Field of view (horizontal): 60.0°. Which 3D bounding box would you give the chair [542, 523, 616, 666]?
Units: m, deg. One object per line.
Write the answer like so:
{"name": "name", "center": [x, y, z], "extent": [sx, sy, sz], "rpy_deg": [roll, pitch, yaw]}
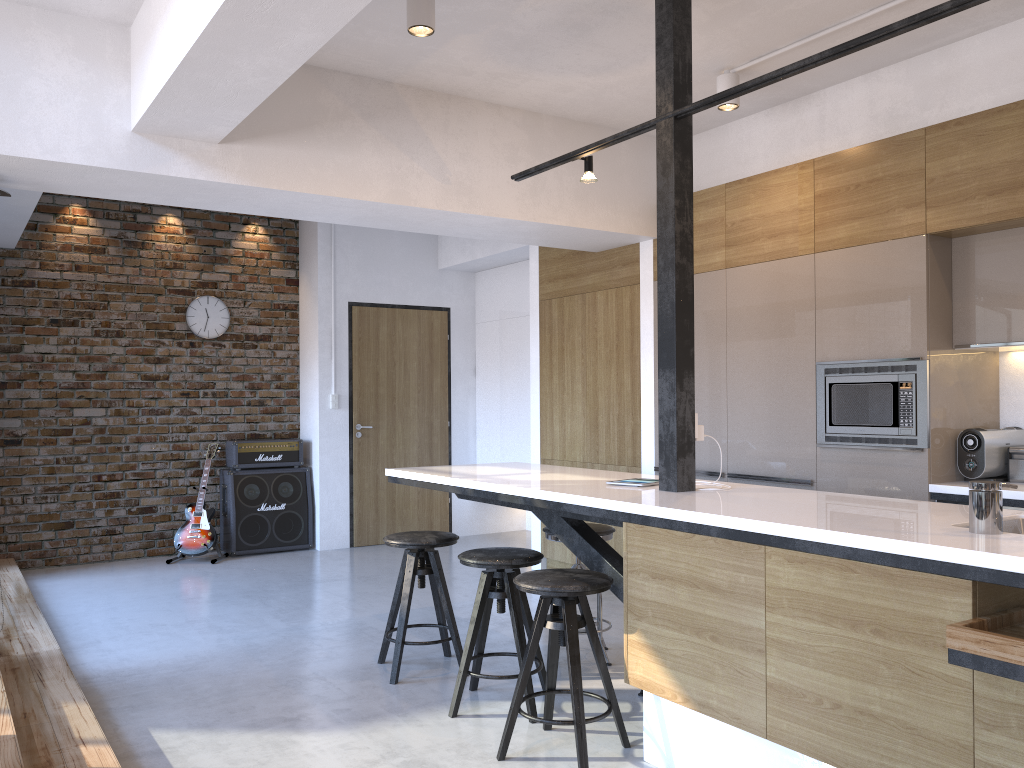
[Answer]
{"name": "chair", "center": [0.330, 1.016, 4.344], "extent": [0.358, 0.636, 0.356], "rpy_deg": [-1, 0, 12]}

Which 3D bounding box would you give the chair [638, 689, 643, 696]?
{"name": "chair", "center": [0.732, 1.003, 3.807], "extent": [0.357, 0.636, 0.357], "rpy_deg": [-1, -1, 36]}

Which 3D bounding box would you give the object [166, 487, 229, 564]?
{"name": "object", "center": [-2.510, 1.116, 7.085], "extent": [0.389, 0.588, 0.331], "rpy_deg": [0, 0, 2]}

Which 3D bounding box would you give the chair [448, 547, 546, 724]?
{"name": "chair", "center": [-0.044, 1.010, 3.658], "extent": [0.365, 0.630, 0.365], "rpy_deg": [-1, 0, 12]}

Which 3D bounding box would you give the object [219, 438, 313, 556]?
{"name": "object", "center": [-2.084, 0.938, 7.526], "extent": [0.696, 0.936, 0.358], "rpy_deg": [0, -1, -33]}

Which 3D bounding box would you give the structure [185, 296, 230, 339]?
{"name": "structure", "center": [-2.557, -0.560, 7.456], "extent": [0.360, 0.360, 0.040], "rpy_deg": [0, 0, -33]}

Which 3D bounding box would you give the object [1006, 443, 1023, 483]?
{"name": "object", "center": [2.425, 0.358, 3.996], "extent": [0.240, 0.175, 0.547], "rpy_deg": [0, -1, -33]}

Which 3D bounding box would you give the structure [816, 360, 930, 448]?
{"name": "structure", "center": [1.868, 0.098, 4.338], "extent": [0.396, 0.397, 0.596], "rpy_deg": [0, -1, -33]}

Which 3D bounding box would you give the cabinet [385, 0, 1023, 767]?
{"name": "cabinet", "center": [2.159, -0.150, 2.373], "extent": [2.473, 2.871, 9.117], "rpy_deg": [0, -1, -33]}

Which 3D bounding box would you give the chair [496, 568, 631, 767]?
{"name": "chair", "center": [0.185, 0.998, 3.159], "extent": [0.367, 0.630, 0.367], "rpy_deg": [-1, -1, 32]}

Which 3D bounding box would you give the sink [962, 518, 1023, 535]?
{"name": "sink", "center": [1.537, 0.489, 2.223], "extent": [0.406, 0.203, 0.706], "rpy_deg": [0, -1, -33]}

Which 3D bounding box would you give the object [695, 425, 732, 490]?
{"name": "object", "center": [0.744, 0.287, 3.588], "extent": [0.214, 0.246, 0.417], "rpy_deg": [0, -1, -12]}

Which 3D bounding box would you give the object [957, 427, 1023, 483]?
{"name": "object", "center": [2.242, 0.327, 4.126], "extent": [0.389, 0.247, 0.150], "rpy_deg": [0, -1, -33]}

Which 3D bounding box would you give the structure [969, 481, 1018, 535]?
{"name": "structure", "center": [1.345, -0.031, 2.042], "extent": [0.392, 0.813, 0.507], "rpy_deg": [0, -1, 6]}

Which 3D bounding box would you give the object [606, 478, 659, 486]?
{"name": "object", "center": [0.528, 0.408, 3.663], "extent": [0.188, 0.013, 0.240], "rpy_deg": [-1, -2, 42]}

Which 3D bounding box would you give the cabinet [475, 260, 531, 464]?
{"name": "cabinet", "center": [0.134, -0.008, 7.650], "extent": [0.020, 2.116, 1.709], "rpy_deg": [0, -1, -33]}

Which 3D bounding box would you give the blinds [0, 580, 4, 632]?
{"name": "blinds", "center": [-3.268, 0.132, 4.118], "extent": [1.829, 2.052, 3.861], "rpy_deg": [-1, -1, 11]}

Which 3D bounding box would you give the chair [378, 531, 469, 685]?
{"name": "chair", "center": [-0.423, 1.023, 4.158], "extent": [0.366, 0.630, 0.367], "rpy_deg": [0, -1, -18]}

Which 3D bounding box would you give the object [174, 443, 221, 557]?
{"name": "object", "center": [-2.505, 0.929, 7.210], "extent": [0.330, 0.873, 0.524], "rpy_deg": [0, 0, 1]}
